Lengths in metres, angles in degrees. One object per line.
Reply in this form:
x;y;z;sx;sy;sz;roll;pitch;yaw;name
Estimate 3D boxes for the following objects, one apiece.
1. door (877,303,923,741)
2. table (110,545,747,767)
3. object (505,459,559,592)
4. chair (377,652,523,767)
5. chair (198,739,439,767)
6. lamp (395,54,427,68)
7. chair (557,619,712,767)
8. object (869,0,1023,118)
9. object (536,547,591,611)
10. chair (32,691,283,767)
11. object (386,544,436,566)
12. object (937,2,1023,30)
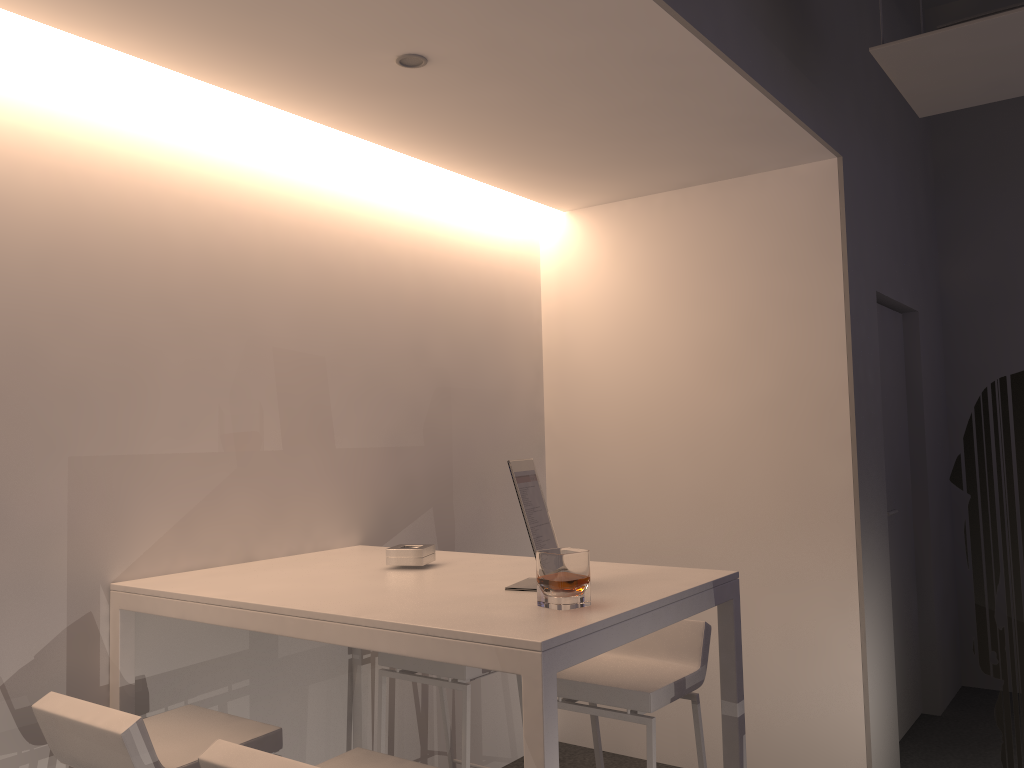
1.867;0.648;4.307;0.112;2.083;0.889;-4;-4;36;door
-0.247;1.095;2.493;1.499;1.089;0.999;-4;-4;36;table
0.063;0.365;2.344;0.115;0.332;0.171;-3;-4;22;object
-0.199;1.240;3.146;0.408;0.878;0.526;-4;-4;36;chair
-0.306;1.161;1.849;0.408;0.878;0.526;-4;-4;36;chair
-0.297;-0.954;2.622;0.095;0.006;0.094;-4;-4;36;lamp
0.345;1.203;2.756;0.408;0.878;0.526;-4;-4;36;chair
1.457;-1.688;2.817;0.510;1.400;0.710;-4;-4;36;object
0.119;0.449;2.053;0.099;0.125;0.099;2;-5;-39;object
-0.851;1.199;2.239;0.408;0.878;0.526;-4;-4;36;chair
-0.314;0.531;2.754;0.120;0.050;0.120;-2;-4;13;object
1.547;-1.064;2.727;0.385;0.106;0.306;-4;-4;36;object
